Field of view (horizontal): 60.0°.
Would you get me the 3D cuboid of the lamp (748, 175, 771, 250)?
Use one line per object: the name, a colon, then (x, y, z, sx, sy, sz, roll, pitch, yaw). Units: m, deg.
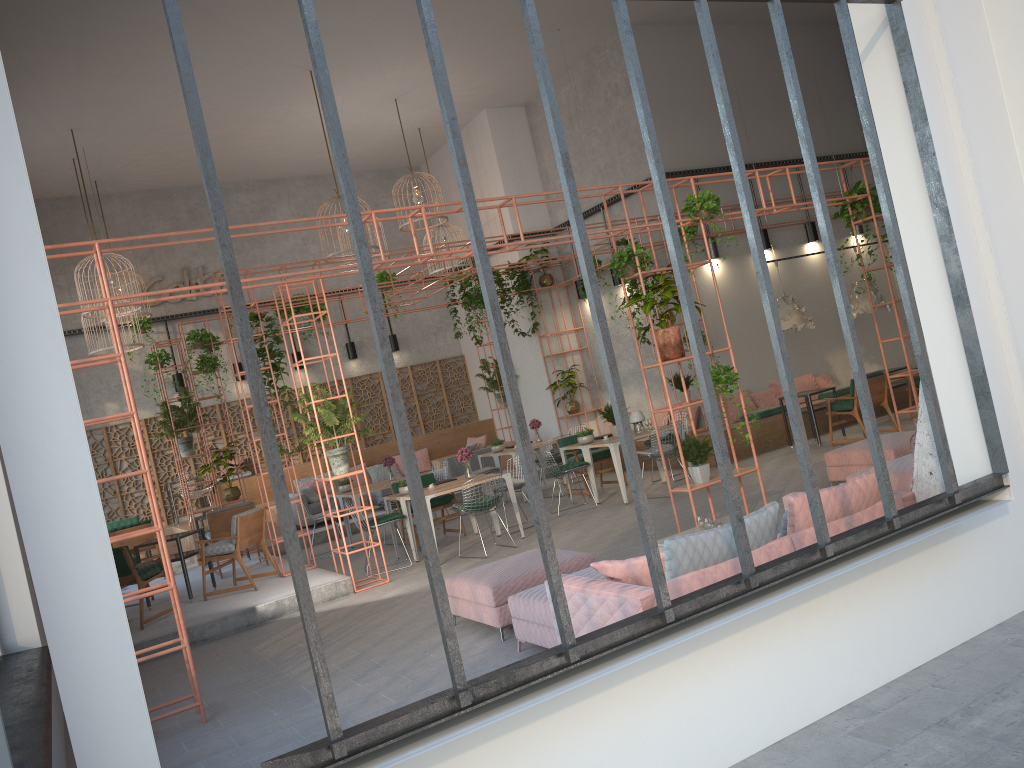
lamp: (4.293, -3.047, 15.538, 0.179, 1.425, 0.185, -13, 0, -28)

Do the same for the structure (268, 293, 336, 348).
structure: (-4.295, -1.309, 17.825, 1.434, 1.290, 0.670, -13, 0, -28)

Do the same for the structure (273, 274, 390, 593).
structure: (-2.107, 0.576, 10.288, 0.424, 3.602, 0.624, -13, 0, -28)

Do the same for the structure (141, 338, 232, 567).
structure: (-5.217, 1.100, 13.982, 0.722, 3.623, 0.748, -13, 0, -28)

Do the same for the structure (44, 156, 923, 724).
structure: (4.003, -0.843, 8.389, 14.689, 4.247, 4.157, -13, 0, -28)

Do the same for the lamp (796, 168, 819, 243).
lamp: (5.323, -3.278, 16.103, 0.179, 1.425, 0.185, -13, 0, -28)

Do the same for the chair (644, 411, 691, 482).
chair: (2.352, 0.942, 13.220, 0.717, 0.941, 0.565, -13, 0, -27)

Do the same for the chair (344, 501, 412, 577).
chair: (-1.630, 1.834, 11.010, 0.717, 0.941, 0.565, -13, 0, -12)

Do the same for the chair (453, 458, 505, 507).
chair: (-0.536, 1.608, 14.827, 0.717, 0.941, 0.565, -13, 0, -12)

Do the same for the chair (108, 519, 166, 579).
chair: (-5.791, 2.602, 13.610, 0.722, 0.929, 0.685, -13, 0, -28)

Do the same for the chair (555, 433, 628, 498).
chair: (1.203, 1.210, 13.634, 0.722, 0.917, 0.685, -13, 0, -28)

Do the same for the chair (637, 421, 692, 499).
chair: (2.017, 1.011, 11.899, 0.565, 0.941, 0.717, -13, 0, -32)

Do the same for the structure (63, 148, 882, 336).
structure: (0.714, -3.007, 12.910, 15.203, 0.110, 15.603, -13, 0, -28)

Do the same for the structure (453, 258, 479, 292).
structure: (-0.849, -2.274, 18.474, 0.903, 0.803, 0.934, -13, 0, 33)

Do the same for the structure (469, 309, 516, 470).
structure: (-0.240, -0.007, 18.589, 0.424, 3.596, 0.624, -13, 0, -28)

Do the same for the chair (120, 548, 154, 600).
chair: (-5.141, 2.446, 11.249, 0.685, 0.917, 0.722, -13, 0, 12)

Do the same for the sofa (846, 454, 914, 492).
sofa: (4.274, 0.617, 7.592, 2.219, 0.672, 1.960, -13, 0, -28)

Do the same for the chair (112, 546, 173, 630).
chair: (-4.298, 2.249, 9.895, 0.722, 0.914, 0.685, -13, 0, 12)

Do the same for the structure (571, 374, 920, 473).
structure: (4.556, 0.692, 16.755, 5.831, 0.500, 4.386, -13, 0, -28)

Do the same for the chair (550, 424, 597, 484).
chair: (1.058, 1.251, 15.710, 0.717, 0.941, 0.565, -13, 0, -27)

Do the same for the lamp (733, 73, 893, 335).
lamp: (5.375, -3.076, 14.377, 4.456, 4.052, 0.704, -13, 0, -28)

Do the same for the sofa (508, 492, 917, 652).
sofa: (1.232, 1.298, 5.926, 2.219, 0.672, 1.960, -13, 0, -28)

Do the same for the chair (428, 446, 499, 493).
chair: (-0.954, 1.649, 17.138, 1.052, 0.672, 1.127, -13, 0, -28)

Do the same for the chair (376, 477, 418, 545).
chair: (-1.631, 1.846, 13.099, 0.565, 0.941, 0.717, -13, 0, -32)

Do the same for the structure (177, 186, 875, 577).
structure: (1.789, -0.869, 15.800, 14.096, 4.345, 4.501, -13, 0, -29)

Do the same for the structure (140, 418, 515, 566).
structure: (-3.722, 2.056, 16.780, 9.152, 1.111, 3.396, -13, 0, -28)

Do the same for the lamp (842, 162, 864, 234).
lamp: (6.363, -3.510, 16.672, 0.179, 1.425, 0.185, -13, 0, -28)

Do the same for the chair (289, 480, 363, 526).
chair: (-3.455, 2.168, 16.235, 1.127, 0.586, 1.056, -13, 0, -28)

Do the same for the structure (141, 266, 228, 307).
structure: (-6.499, -1.998, 17.721, 1.807, 0.695, 0.087, -13, 0, -28)

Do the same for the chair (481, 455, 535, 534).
chair: (-0.035, 1.477, 11.892, 0.717, 0.941, 0.565, -13, 0, -27)

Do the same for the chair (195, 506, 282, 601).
chair: (-3.341, 2.037, 10.763, 0.685, 0.914, 0.722, -13, 0, 12)

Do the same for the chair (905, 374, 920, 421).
chair: (6.496, 0.014, 13.509, 0.722, 0.930, 0.685, -13, 0, -28)

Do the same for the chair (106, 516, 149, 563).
chair: (-6.691, 2.817, 15.340, 0.722, 0.929, 0.685, -13, 0, -28)

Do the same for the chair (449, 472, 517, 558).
chair: (-0.370, 1.545, 10.571, 0.565, 0.941, 0.717, -13, 0, -32)

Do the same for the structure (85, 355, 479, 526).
structure: (-4.463, 1.159, 18.399, 9.782, 2.103, 0.132, -13, 0, -28)

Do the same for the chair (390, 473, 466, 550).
chair: (-1.186, 1.745, 12.307, 0.722, 0.917, 0.685, -13, 0, -28)

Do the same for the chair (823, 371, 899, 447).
chair: (4.972, 0.355, 12.674, 0.722, 0.929, 0.685, -13, 0, -28)

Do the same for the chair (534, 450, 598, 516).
chair: (0.758, 1.299, 12.338, 0.717, 0.941, 0.565, -13, 0, -12)

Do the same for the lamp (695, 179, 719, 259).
lamp: (3.253, -2.814, 14.969, 0.179, 1.425, 0.185, -13, 0, -28)

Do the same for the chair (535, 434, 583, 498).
chair: (0.723, 1.319, 14.389, 0.565, 0.941, 0.717, -13, 0, -32)

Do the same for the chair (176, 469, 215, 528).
chair: (-5.350, 1.939, 15.138, 0.565, 0.941, 0.717, -13, 0, -19)

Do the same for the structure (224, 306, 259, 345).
structure: (-5.339, -1.238, 17.327, 0.605, 0.972, 0.587, -13, 0, -30)

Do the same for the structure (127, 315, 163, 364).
structure: (-6.878, -0.893, 16.484, 0.605, 0.972, 0.587, -13, 0, -30)

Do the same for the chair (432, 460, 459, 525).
chair: (-1.296, 1.778, 14.420, 0.717, 0.941, 0.565, -13, 0, -27)

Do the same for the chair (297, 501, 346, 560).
chair: (-2.891, 2.135, 13.538, 0.717, 0.941, 0.565, -13, 0, -12)

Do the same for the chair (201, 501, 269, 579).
chair: (-3.918, 2.170, 12.485, 0.722, 0.929, 0.685, -13, 0, -28)
